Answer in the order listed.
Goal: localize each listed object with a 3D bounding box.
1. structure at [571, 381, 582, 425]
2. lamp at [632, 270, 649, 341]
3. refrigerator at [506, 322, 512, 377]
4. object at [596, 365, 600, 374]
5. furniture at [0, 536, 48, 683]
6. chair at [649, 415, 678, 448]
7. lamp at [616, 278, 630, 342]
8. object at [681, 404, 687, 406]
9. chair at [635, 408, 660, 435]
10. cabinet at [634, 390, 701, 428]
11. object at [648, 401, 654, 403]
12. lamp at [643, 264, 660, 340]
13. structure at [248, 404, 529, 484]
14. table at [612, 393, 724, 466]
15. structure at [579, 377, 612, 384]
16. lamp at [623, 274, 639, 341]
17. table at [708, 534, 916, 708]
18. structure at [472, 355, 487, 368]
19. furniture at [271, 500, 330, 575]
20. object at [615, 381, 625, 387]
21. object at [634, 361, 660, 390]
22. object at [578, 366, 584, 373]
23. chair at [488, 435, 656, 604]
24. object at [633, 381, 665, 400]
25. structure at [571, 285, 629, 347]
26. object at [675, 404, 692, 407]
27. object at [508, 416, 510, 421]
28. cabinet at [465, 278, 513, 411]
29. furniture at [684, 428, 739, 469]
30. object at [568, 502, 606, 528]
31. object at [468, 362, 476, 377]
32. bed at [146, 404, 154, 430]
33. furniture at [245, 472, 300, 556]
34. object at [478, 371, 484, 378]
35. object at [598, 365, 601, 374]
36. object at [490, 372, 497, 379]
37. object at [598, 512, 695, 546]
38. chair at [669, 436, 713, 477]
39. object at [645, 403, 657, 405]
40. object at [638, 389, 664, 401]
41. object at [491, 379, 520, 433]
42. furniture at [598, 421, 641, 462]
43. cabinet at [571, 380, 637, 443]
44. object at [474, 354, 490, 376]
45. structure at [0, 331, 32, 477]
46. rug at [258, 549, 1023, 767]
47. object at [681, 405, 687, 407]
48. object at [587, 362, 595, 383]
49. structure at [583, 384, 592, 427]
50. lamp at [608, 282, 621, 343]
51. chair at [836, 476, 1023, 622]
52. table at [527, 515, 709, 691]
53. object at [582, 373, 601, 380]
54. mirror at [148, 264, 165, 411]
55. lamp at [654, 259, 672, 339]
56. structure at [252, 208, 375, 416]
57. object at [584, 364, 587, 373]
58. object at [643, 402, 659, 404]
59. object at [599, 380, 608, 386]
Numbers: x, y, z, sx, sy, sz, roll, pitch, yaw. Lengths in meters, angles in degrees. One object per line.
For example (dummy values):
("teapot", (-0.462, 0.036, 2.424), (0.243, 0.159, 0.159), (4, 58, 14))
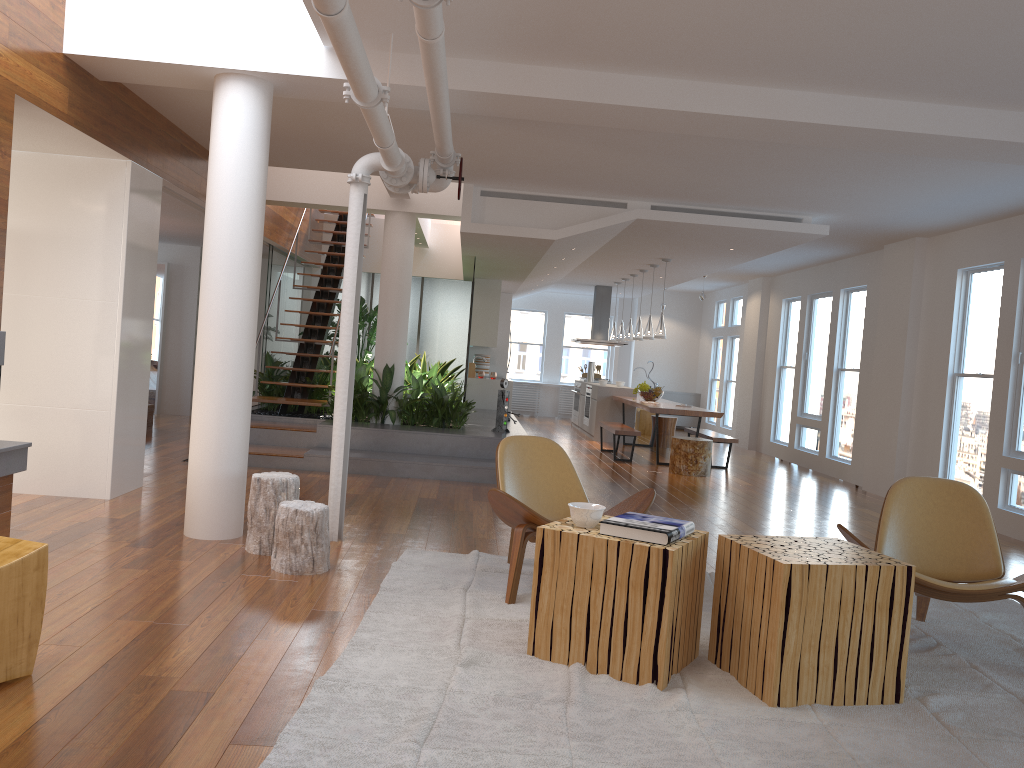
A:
("structure", (1.401, 0.356, 15.681), (0.649, 0.735, 0.890), (4, 2, -3))
("lamp", (1.818, -1.144, 12.486), (0.160, 1.060, 0.160), (5, 2, 24))
("refrigerator", (-0.401, -0.265, 15.998), (0.725, 1.772, 0.908), (4, 2, -3))
("object", (1.548, -0.196, 16.120), (0.068, 0.298, 0.039), (4, 2, -3))
("furniture", (-1.794, 0.733, 2.742), (0.344, 0.430, 0.549), (5, 2, 16))
("chair", (2.270, 0.717, 13.299), (0.396, 0.455, 0.402), (4, 2, -13))
("lamp", (1.747, -1.194, 13.929), (0.160, 1.060, 0.160), (5, 2, 24))
("object", (2.204, 0.274, 11.367), (0.079, 0.030, 0.070), (6, 2, 40))
("chair", (2.367, 0.662, 15.521), (0.344, 0.430, 0.549), (4, 2, 1))
("cabinet", (3.006, 0.496, 17.511), (1.309, 0.725, 0.420), (4, 2, -3))
("object", (1.782, 0.240, 11.393), (0.070, 0.030, 0.079), (3, 2, -40))
("lamp", (1.853, -1.119, 11.764), (0.160, 1.060, 0.160), (5, 2, 24))
("structure", (-1.462, 0.547, 10.806), (3.088, 0.386, 5.584), (4, 2, -3))
("table", (1.880, 0.553, 13.403), (0.893, 0.704, 5.996), (4, 2, -3))
("structure", (1.475, -0.066, 15.682), (0.520, 0.073, 0.650), (4, 2, -3))
("lamp", (1.783, -1.169, 13.207), (0.160, 1.060, 0.160), (5, 2, 24))
("table", (1.139, 0.905, 3.431), (0.548, 0.534, 0.489), (4, 2, -14))
("structure", (-0.544, -0.201, 14.243), (0.248, 0.536, 0.115), (4, 2, -3))
("furniture", (-1.075, 0.783, 4.561), (0.294, 0.333, 0.292), (3, 2, -33))
("object", (1.670, 0.006, 13.691), (0.152, 0.082, 0.152), (3, 2, -42))
("object", (2.676, -0.174, 17.427), (0.590, 0.563, 0.210), (3, 2, -32))
("object", (1.293, -0.200, 16.122), (0.199, 0.259, 0.016), (5, 2, 7))
("chair", (0.309, 0.694, 4.588), (0.856, 0.752, 0.867), (5, 2, 2))
("object", (1.914, 0.099, 12.385), (0.394, 0.284, 0.292), (3, 2, -39))
("structure", (1.583, -1.391, 15.613), (0.909, 1.405, 0.900), (4, 2, -3))
("object", (2.204, 0.280, 11.367), (0.222, 0.020, 0.222), (4, 2, -11))
("object", (-0.121, 0.374, 11.041), (0.216, 0.155, 0.181), (3, 2, -38))
("cabinet", (-0.403, -0.458, 15.247), (0.676, 2.280, 4.565), (4, 2, -3))
("furniture", (2.535, 0.826, 11.436), (0.316, 0.389, 1.433), (4, 2, -3))
("object", (0.296, 0.527, 3.545), (0.152, 0.082, 0.152), (3, 2, -42))
("object", (-0.609, -0.213, 13.493), (0.104, 0.222, 0.200), (4, 2, -3))
("bed", (-5.288, 0.179, 9.228), (2.314, 0.595, 2.207), (4, 2, -3))
("furniture", (-1.309, 0.712, 4.901), (0.290, 0.418, 0.298), (3, 2, -40))
("object", (-0.459, -0.139, 13.232), (0.094, 0.106, 0.094), (5, 2, 3))
("object", (1.584, -0.194, 16.139), (0.057, 0.294, 0.030), (4, 2, -3))
("object", (-0.276, -0.124, 13.194), (0.094, 0.106, 0.094), (5, 2, 3))
("object", (0.531, 0.564, 3.474), (0.279, 0.048, 0.334), (5, 2, 28))
("chair", (2.030, 0.819, 10.070), (0.460, 0.400, 0.460), (5, 2, 7))
("object", (1.773, 0.256, 11.291), (0.164, 0.006, 0.017), (5, 2, 2))
("object", (1.936, 0.165, 12.374), (0.360, 0.159, 0.360), (3, 2, -39))
("object", (-0.038, 0.232, 9.321), (0.318, 0.565, 0.134), (6, 2, 33))
("furniture", (1.347, 0.735, 11.375), (0.316, 0.389, 1.433), (4, 2, -3))
("cabinet", (1.483, 0.415, 14.777), (0.597, 0.832, 2.936), (4, 2, -3))
("object", (-0.507, -0.311, 14.796), (0.267, 0.356, 0.266), (5, 2, 23))
("structure", (-2.942, 0.087, 4.036), (0.844, 0.737, 1.382), (4, 2, -3))
("rug", (1.071, 1.125, 3.411), (3.525, 0.057, 3.478), (5, 2, 1))
("object", (2.222, 0.284, 11.262), (0.158, 0.017, 0.019), (4, 2, -8))
("object", (1.366, -0.202, 15.213), (0.172, 0.356, 0.120), (3, 2, -45))
("structure", (1.226, 0.343, 14.258), (0.072, 0.648, 0.644), (4, 2, -3))
("lamp", (1.712, -1.219, 14.651), (0.160, 1.060, 0.160), (5, 2, 24))
("chair", (1.988, 0.845, 3.956), (0.867, 0.752, 0.856), (3, 2, -43))
("table", (0.430, 0.846, 3.542), (0.548, 0.534, 0.489), (5, 2, 27))
("object", (1.444, -0.126, 16.124), (0.353, 0.157, 0.084), (4, 2, -3))
("mirror", (-5.452, -0.666, 12.108), (1.267, 2.044, 0.049), (4, 2, -3))
("lamp", (1.888, -1.094, 11.042), (0.160, 1.060, 0.160), (5, 2, 24))
("structure", (-1.543, -1.570, 11.392), (2.552, 4.265, 4.591), (4, 2, -3))
("object", (1.331, -0.215, 16.126), (0.055, 0.299, 0.027), (4, 2, -3))
("object", (1.781, 0.246, 11.393), (0.222, 0.020, 0.222), (6, 2, 38))
("object", (1.416, -0.017, 13.802), (0.152, 0.082, 0.152), (6, 2, 36))
